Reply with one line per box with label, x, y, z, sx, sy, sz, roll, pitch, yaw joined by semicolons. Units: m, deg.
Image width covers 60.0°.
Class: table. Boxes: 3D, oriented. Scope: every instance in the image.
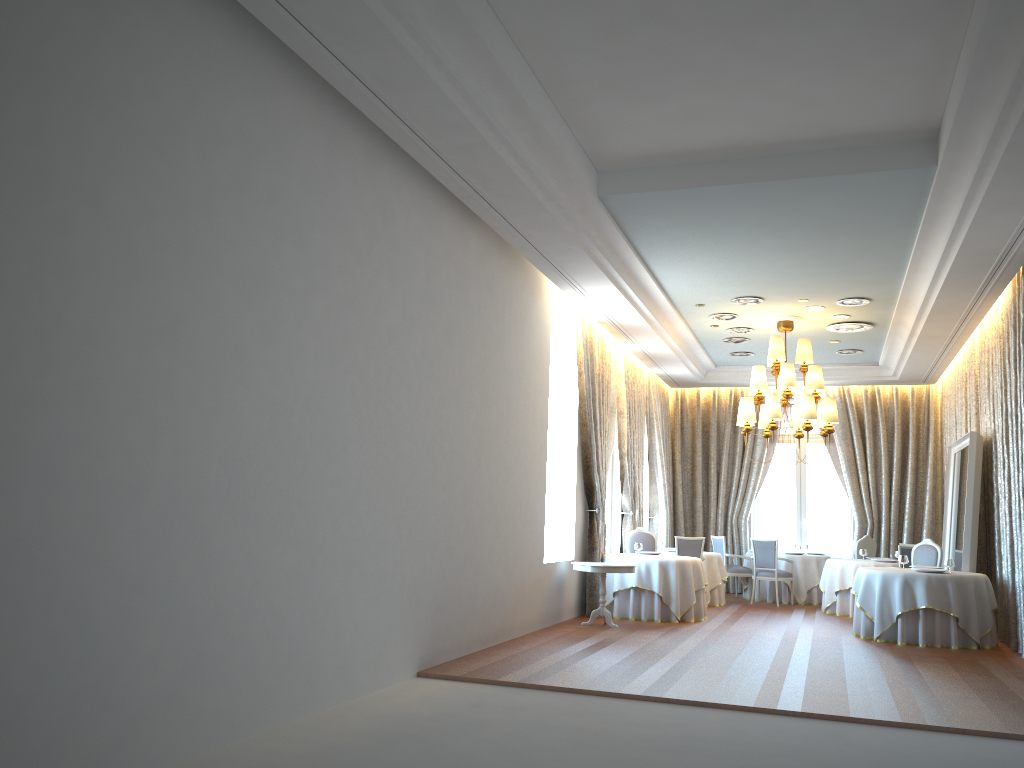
table;5.096;2.768;11.012;1.663;0.890;1.667;1;-9;8
table;2.816;3.288;15.048;1.667;0.890;1.663;0;-9;13
table;1.157;2.684;11.230;0.761;0.801;0.760;7;-10;-30
table;1.936;2.886;12.593;1.663;0.890;1.667;1;-9;8
table;5.044;3.539;16.158;1.667;0.890;1.663;-5;-11;38
table;5.753;3.240;13.993;1.663;0.890;1.667;-3;-10;33

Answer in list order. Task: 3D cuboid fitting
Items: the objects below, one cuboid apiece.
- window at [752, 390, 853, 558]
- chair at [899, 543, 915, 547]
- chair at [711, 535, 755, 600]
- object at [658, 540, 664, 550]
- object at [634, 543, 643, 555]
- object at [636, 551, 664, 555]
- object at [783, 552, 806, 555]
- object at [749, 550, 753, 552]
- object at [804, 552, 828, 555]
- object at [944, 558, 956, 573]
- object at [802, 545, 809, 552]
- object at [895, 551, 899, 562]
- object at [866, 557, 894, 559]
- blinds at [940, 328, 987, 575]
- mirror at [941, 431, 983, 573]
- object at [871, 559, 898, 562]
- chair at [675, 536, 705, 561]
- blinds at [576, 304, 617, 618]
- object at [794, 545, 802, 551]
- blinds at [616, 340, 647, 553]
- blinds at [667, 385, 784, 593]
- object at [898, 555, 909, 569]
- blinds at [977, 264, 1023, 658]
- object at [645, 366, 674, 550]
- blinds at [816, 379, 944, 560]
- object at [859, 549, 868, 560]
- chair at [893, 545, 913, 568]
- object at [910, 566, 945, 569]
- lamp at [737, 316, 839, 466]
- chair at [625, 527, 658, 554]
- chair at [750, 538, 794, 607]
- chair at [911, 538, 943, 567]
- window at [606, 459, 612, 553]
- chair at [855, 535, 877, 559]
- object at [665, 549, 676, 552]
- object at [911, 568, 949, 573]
window;5.741;1.737;17.620;1.881;3.306;0.196;-1;-9;20
chair;6.706;3.252;14.929;0.650;1.108;0.629;-5;-11;39
chair;3.995;3.326;16.100;0.629;1.108;0.650;4;-9;-15
object;2.587;2.803;15.430;0.128;0.165;0.128;-1;-9;20
object;1.828;2.382;12.818;0.128;0.165;0.128;2;-9;2
object;2.024;2.491;13.065;0.419;0.036;0.419;-1;-9;18
object;5.026;3.012;15.781;0.419;0.036;0.419;-1;-9;18
object;4.547;3.065;16.256;0.419;0.036;0.419;-1;-9;18
object;5.523;3.080;16.107;0.419;0.036;0.419;-1;-9;18
object;5.326;2.209;10.791;0.128;0.165;0.128;-1;-9;20
object;5.437;3.060;16.431;0.128;0.165;0.128;-1;-9;20
object;6.044;2.695;13.845;0.128;0.165;0.128;-1;-9;20
object;5.991;2.847;14.442;0.419;0.036;0.419;-1;-9;18
blinds;7.271;1.330;14.414;0.238;4.819;4.439;-1;-9;20
mirror;6.206;2.047;12.310;0.385;2.564;2.251;-1;-9;20
object;5.756;2.722;13.667;0.419;0.036;0.419;-1;-9;18
chair;2.718;2.961;13.992;0.650;1.108;0.629;3;-9;-5
blinds;1.257;0.877;12.797;0.315;4.930;2.204;-1;-9;19
object;5.184;2.997;16.074;0.128;0.165;0.128;-1;-9;20
blinds;2.092;1.252;15.079;0.335;4.969;2.257;-1;-9;20
blinds;4.206;1.730;17.726;2.535;4.901;0.386;-1;-9;20
object;5.025;2.287;11.387;0.128;0.165;0.128;9;-11;-40
blinds;5.825;0.664;10.342;0.238;4.819;4.439;-1;-9;20
object;2.873;1.630;17.089;0.386;4.901;2.121;-1;-9;20
blinds;6.916;1.688;16.765;2.476;4.901;0.386;-1;-9;20
object;5.696;2.761;14.375;0.128;0.165;0.128;-1;-9;20
chair;5.729;2.928;13.015;0.650;1.108;0.629;4;-9;-10
object;5.354;2.372;11.438;0.419;0.036;0.419;-1;-9;18
lamp;3.966;0.093;12.837;1.373;2.121;1.373;8;-10;-32
chair;2.023;2.796;13.447;0.563;1.233;0.690;3;-9;-5
chair;4.418;3.203;15.180;0.650;1.108;0.629;-4;-10;34
chair;5.359;2.690;11.909;0.690;1.233;0.563;5;-9;-20
window;1.408;1.033;14.020;0.259;3.306;1.882;-1;-9;19
chair;5.911;3.235;15.398;0.563;1.233;0.690;7;-10;-30
object;2.739;2.758;14.664;0.419;0.036;0.419;-1;-9;18
object;5.017;2.240;10.644;0.419;0.036;0.419;-1;-9;18
